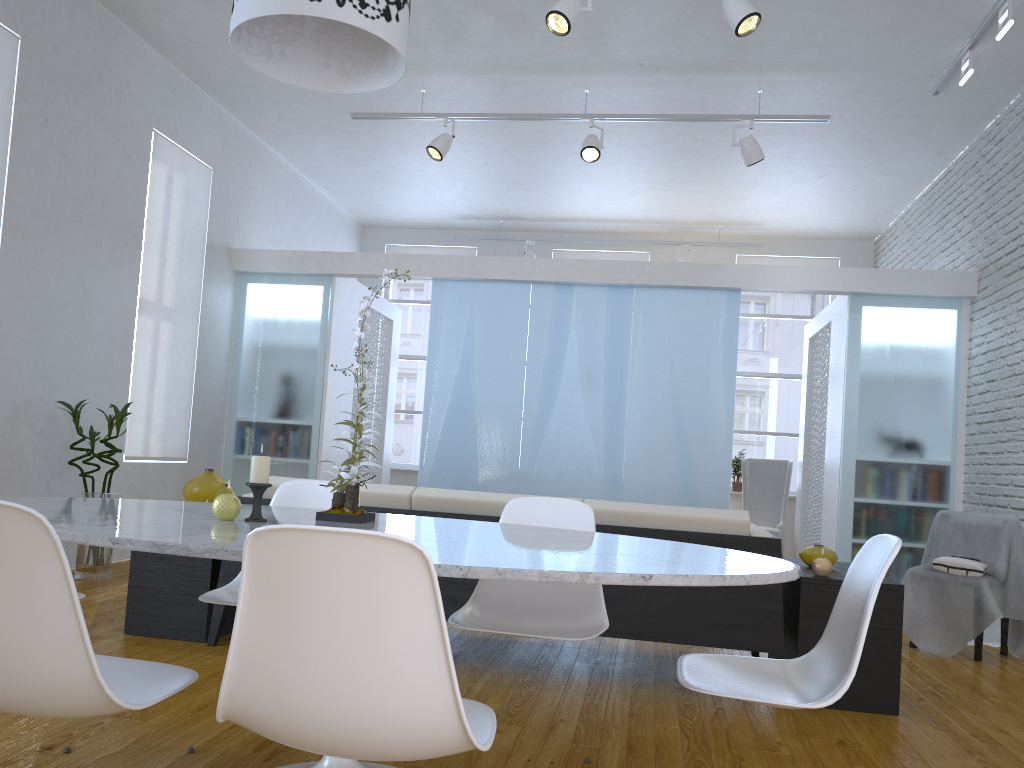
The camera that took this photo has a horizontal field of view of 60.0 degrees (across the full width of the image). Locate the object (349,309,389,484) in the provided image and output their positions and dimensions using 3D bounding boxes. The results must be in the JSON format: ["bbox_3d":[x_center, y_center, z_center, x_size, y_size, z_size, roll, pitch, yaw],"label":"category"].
[{"bbox_3d":[-1.287,0.355,7.788,0.051,2.012,0.925,3,-3,9],"label":"object"}]

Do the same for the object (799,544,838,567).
[{"bbox_3d":[1.216,0.684,3.519,0.147,0.090,0.146,7,-6,-39],"label":"object"}]

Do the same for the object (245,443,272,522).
[{"bbox_3d":[-0.572,0.221,2.007,0.059,0.176,0.059,4,-3,-6],"label":"object"}]

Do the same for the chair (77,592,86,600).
[{"bbox_3d":[-1.275,0.373,2.119,0.419,0.351,0.406,3,-4,11],"label":"chair"}]

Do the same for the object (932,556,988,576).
[{"bbox_3d":[2.204,0.886,4.317,0.232,0.085,0.224,-1,-7,45],"label":"object"}]

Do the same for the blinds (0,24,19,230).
[{"bbox_3d":[-2.596,-0.724,4.006,0.007,2.107,0.763,3,-3,9],"label":"blinds"}]

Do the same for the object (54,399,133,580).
[{"bbox_3d":[-2.321,0.568,4.845,0.380,0.978,0.484,5,-4,-19],"label":"object"}]

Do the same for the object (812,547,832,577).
[{"bbox_3d":[1.129,0.646,3.226,0.071,0.104,0.071,1,-4,36],"label":"object"}]

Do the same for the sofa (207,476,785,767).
[{"bbox_3d":[0.079,0.849,4.375,5.335,0.678,9.747,3,-5,9],"label":"sofa"}]

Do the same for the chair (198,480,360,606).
[{"bbox_3d":[-0.610,0.446,2.448,0.405,0.351,0.420,3,-4,8],"label":"chair"}]

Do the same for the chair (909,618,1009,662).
[{"bbox_3d":[2.227,0.990,4.395,0.341,0.662,0.347,7,-4,-40],"label":"chair"}]

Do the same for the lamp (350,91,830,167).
[{"bbox_3d":[0.441,-1.670,5.769,3.116,0.485,0.205,3,-3,7],"label":"lamp"}]

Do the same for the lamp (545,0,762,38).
[{"bbox_3d":[0.150,-1.831,4.104,3.117,0.485,0.223,3,-3,9],"label":"lamp"}]

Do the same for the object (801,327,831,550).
[{"bbox_3d":[2.492,0.558,7.191,0.051,2.012,0.925,3,-3,9],"label":"object"}]

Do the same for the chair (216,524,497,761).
[{"bbox_3d":[-0.219,0.378,1.337,0.405,0.351,0.420,3,-4,7],"label":"chair"}]

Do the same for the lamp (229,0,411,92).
[{"bbox_3d":[-0.394,-1.521,2.090,0.400,1.535,0.400,5,-3,-24],"label":"lamp"}]

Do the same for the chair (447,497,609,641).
[{"bbox_3d":[0.057,0.480,2.321,0.405,0.351,0.420,3,-4,13],"label":"chair"}]

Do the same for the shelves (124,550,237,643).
[{"bbox_3d":[-1.308,0.817,3.884,0.349,0.450,0.731,3,-4,9],"label":"shelves"}]

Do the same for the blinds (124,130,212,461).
[{"bbox_3d":[-2.294,-0.538,5.963,0.007,2.108,0.763,3,-3,9],"label":"blinds"}]

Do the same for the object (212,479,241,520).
[{"bbox_3d":[-0.638,0.258,1.988,0.063,0.091,0.063,6,-4,-33],"label":"object"}]

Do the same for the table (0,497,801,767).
[{"bbox_3d":[-0.368,0.633,1.968,1.909,0.621,1.073,3,-4,8],"label":"table"}]

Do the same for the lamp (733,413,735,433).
[{"bbox_3d":[1.847,0.907,8.332,0.412,1.447,0.414,2,-4,28],"label":"lamp"}]

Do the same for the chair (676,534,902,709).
[{"bbox_3d":[0.559,0.472,1.828,0.419,0.351,0.406,3,-4,11],"label":"chair"}]

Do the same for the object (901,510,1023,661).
[{"bbox_3d":[2.234,0.980,4.387,0.636,0.686,0.645,7,-5,-42],"label":"object"}]

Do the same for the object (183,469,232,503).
[{"bbox_3d":[-1.347,0.484,3.922,0.207,0.215,0.207,7,-5,-39],"label":"object"}]

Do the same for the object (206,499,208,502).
[{"bbox_3d":[-1.243,0.519,3.601,0.071,0.104,0.071,1,-4,36],"label":"object"}]

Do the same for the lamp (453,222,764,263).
[{"bbox_3d":[0.932,-1.368,8.958,3.117,0.485,0.198,3,-3,7],"label":"lamp"}]

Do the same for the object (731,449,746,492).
[{"bbox_3d":[2.293,0.870,8.969,0.237,0.436,0.176,2,-4,34],"label":"object"}]

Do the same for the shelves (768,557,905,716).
[{"bbox_3d":[1.244,0.954,3.481,0.349,0.450,0.731,3,-4,9],"label":"shelves"}]

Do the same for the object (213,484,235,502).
[{"bbox_3d":[-1.232,0.509,3.797,0.096,0.160,0.095,7,-5,-39],"label":"object"}]

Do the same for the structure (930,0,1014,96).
[{"bbox_3d":[2.300,-1.897,3.529,0.052,0.182,3.914,3,-5,9],"label":"structure"}]

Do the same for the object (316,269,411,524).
[{"bbox_3d":[-0.392,0.023,2.179,0.166,0.637,0.202,1,-4,37],"label":"object"}]

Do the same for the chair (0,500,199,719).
[{"bbox_3d":[-0.743,0.351,1.432,0.405,0.351,0.420,3,-4,12],"label":"chair"}]

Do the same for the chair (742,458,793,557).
[{"bbox_3d":[2.249,1.151,8.013,0.472,0.959,0.379,2,-4,34],"label":"chair"}]
